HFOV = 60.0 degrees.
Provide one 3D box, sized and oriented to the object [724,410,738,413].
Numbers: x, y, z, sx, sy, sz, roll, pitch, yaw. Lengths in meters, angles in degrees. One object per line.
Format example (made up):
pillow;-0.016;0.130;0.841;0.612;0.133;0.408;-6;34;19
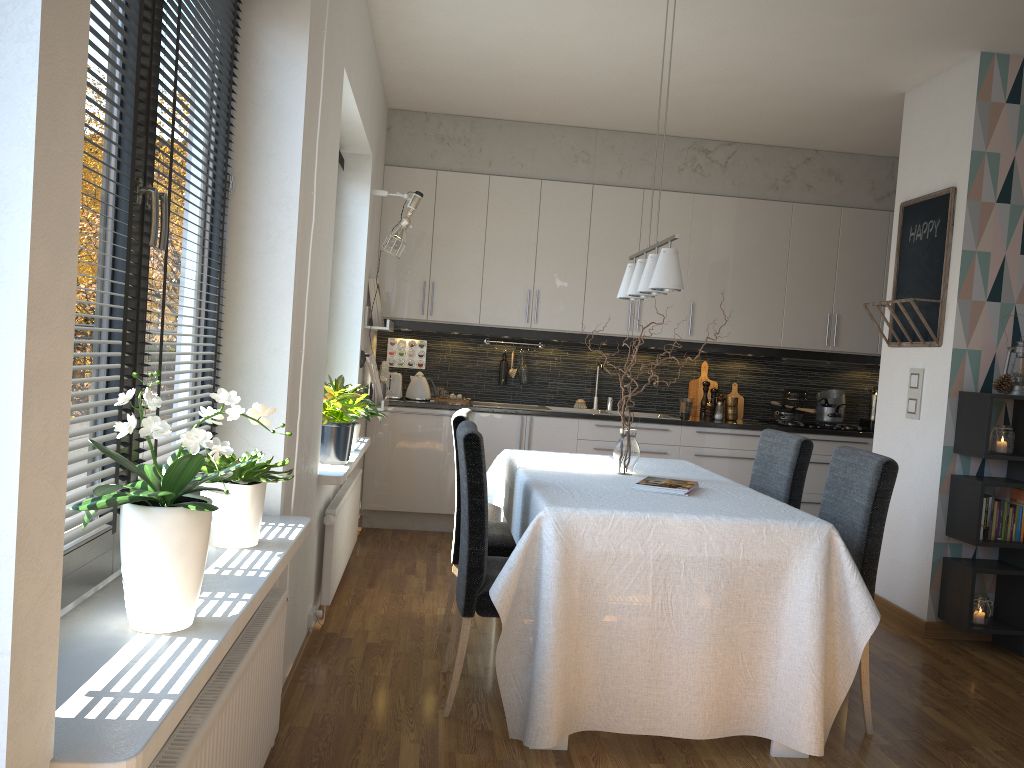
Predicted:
object;1.576;0.205;6.395;0.099;0.051;0.099;3;2;-19

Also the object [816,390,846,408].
object;2.276;0.121;6.462;0.371;0.169;0.202;3;2;-33

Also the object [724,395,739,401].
object;1.580;0.107;6.386;0.100;0.047;0.099;4;2;-10

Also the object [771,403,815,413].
object;2.017;0.174;6.384;0.064;0.044;0.334;2;3;-44

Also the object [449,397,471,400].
object;-0.400;0.100;6.367;0.248;0.017;0.024;5;2;30

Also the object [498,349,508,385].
object;-0.060;-0.123;6.432;0.060;0.257;0.060;5;3;16

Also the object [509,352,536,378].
object;0.071;-0.140;6.441;0.188;0.204;0.072;3;3;-18

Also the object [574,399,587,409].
object;0.499;0.144;6.465;0.097;0.065;0.099;4;2;-13

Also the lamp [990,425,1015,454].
lamp;2.270;0.256;4.112;0.106;0.131;0.098;4;2;7

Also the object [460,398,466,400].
object;-0.420;0.101;6.353;0.248;0.015;0.024;6;3;40

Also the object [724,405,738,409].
object;1.576;0.162;6.394;0.099;0.057;0.101;4;2;6

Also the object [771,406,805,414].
object;1.998;0.190;6.448;0.243;0.082;0.347;5;2;31

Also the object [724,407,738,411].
object;1.576;0.184;6.396;0.099;0.043;0.100;4;2;-18

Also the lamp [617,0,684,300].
lamp;0.588;-0.996;3.507;0.131;1.285;0.759;4;2;-5

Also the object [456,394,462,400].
object;-0.375;0.094;6.265;0.043;0.043;0.044;4;2;-8

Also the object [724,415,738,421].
object;1.577;0.244;6.397;0.100;0.036;0.100;5;2;27

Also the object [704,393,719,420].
object;1.421;0.157;6.334;0.080;0.192;0.058;3;3;-21

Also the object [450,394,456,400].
object;-0.417;0.091;6.237;0.045;0.045;0.046;4;2;-2

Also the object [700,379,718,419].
object;1.428;0.109;6.416;0.123;0.283;0.061;4;3;-5

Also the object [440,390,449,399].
object;-0.477;0.074;6.268;0.065;0.064;0.065;4;2;-5

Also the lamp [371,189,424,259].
lamp;-0.675;-0.917;5.073;0.312;0.395;0.131;4;3;-1

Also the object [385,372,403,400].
object;-0.834;0.015;6.082;0.175;0.192;0.253;4;2;-5

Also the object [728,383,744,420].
object;1.657;0.127;6.614;0.146;0.273;0.043;4;3;-5

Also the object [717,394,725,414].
object;1.496;0.165;6.368;0.058;0.184;0.058;5;3;27

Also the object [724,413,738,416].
object;1.577;0.222;6.395;0.100;0.048;0.099;5;2;13

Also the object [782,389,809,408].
object;2.080;0.117;6.517;0.197;0.159;0.190;6;3;41

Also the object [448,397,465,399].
object;-0.416;0.099;6.340;0.174;0.019;0.021;5;2;17

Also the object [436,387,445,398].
object;-0.514;0.064;6.333;0.071;0.076;0.071;4;2;-5

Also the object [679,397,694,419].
object;1.208;0.171;6.172;0.102;0.146;0.102;4;2;-5

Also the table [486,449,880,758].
table;0.457;0.754;3.568;1.235;0.763;1.855;4;2;-4

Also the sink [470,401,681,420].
sink;0.420;0.264;6.210;1.421;0.169;0.474;4;2;-5

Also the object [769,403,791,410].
object;2.012;0.177;6.449;0.246;0.080;0.355;4;2;-2

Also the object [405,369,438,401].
object;-0.629;0.015;6.093;0.204;0.236;0.178;6;3;31

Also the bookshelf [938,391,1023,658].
bookshelf;2.690;0.677;4.193;1.190;1.201;0.237;4;3;-5

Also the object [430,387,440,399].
object;-0.545;0.064;6.241;0.071;0.076;0.071;4;2;-13

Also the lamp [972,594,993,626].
lamp;2.185;1.056;4.145;0.098;0.131;0.106;5;2;9

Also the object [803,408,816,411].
object;2.035;0.179;6.433;0.336;0.021;0.065;6;3;43

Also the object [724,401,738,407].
object;1.576;0.144;6.389;0.100;0.036;0.100;4;2;-12

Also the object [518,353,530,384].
object;0.092;-0.118;6.430;0.093;0.243;0.073;3;3;-32

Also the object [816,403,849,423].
object;2.369;0.207;6.444;0.200;0.154;0.347;3;2;-26

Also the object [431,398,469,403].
object;-0.471;0.112;6.306;0.335;0.012;0.212;4;2;-3

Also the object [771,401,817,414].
object;2.028;0.168;6.396;0.334;0.061;0.059;6;3;38

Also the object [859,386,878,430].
object;2.784;0.160;6.558;0.353;0.370;0.205;4;2;-5

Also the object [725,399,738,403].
object;1.577;0.127;6.388;0.100;0.036;0.100;5;2;23

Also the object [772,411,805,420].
object;1.971;0.223;6.467;0.351;0.061;0.232;3;2;-32

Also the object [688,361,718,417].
object;1.422;0.036;6.596;0.219;0.420;0.029;4;3;-5

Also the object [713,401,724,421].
object;1.472;0.190;6.298;0.069;0.135;0.069;3;3;-30

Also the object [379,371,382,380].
object;-0.850;0.015;5.666;0.020;0.201;0.007;5;3;16
